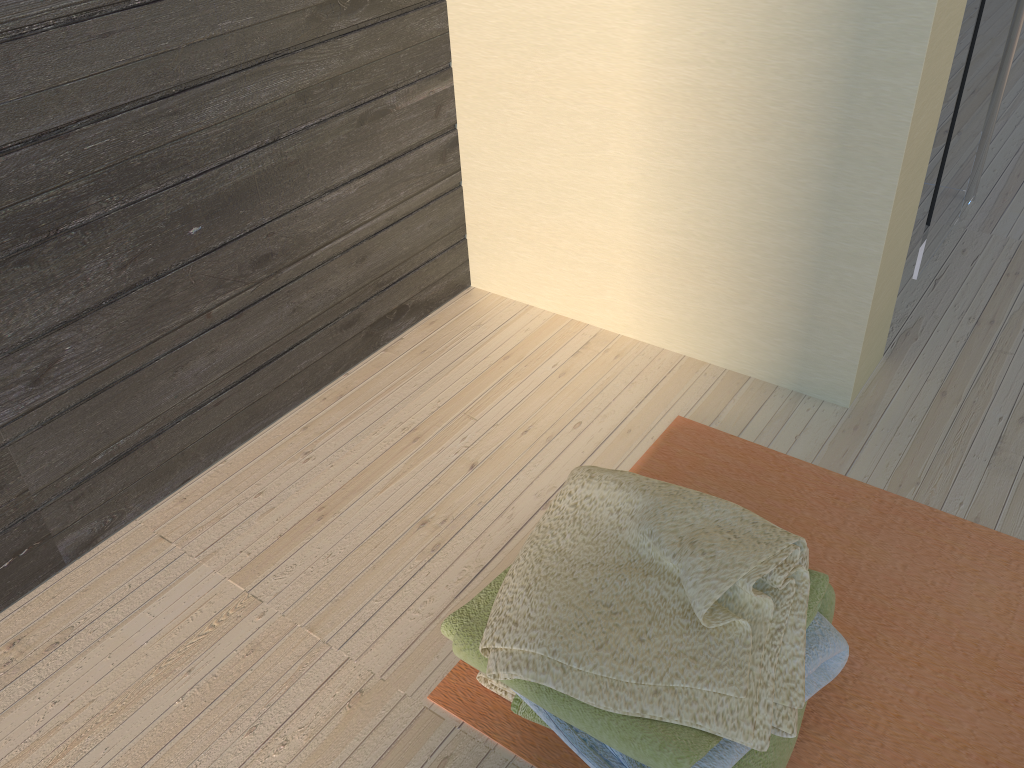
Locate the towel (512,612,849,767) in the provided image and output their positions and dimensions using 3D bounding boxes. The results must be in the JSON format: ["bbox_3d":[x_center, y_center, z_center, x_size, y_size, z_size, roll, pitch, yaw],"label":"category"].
[{"bbox_3d":[0.181,0.323,1.155,0.383,0.078,0.383,-26,41,-28],"label":"towel"}]

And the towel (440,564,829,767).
[{"bbox_3d":[0.155,0.291,1.140,0.376,0.085,0.371,25,44,33],"label":"towel"}]

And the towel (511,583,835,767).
[{"bbox_3d":[0.206,0.339,1.174,0.380,0.081,0.367,19,42,28],"label":"towel"}]

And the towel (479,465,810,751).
[{"bbox_3d":[0.180,0.245,1.109,0.384,0.123,0.373,10,38,17],"label":"towel"}]

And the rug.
[{"bbox_3d":[1.223,0.668,0.712,2.779,0.002,0.716,21,42,30],"label":"rug"}]

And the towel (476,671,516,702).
[{"bbox_3d":[0.196,0.348,1.202,0.376,0.044,0.371,20,42,29],"label":"towel"}]
